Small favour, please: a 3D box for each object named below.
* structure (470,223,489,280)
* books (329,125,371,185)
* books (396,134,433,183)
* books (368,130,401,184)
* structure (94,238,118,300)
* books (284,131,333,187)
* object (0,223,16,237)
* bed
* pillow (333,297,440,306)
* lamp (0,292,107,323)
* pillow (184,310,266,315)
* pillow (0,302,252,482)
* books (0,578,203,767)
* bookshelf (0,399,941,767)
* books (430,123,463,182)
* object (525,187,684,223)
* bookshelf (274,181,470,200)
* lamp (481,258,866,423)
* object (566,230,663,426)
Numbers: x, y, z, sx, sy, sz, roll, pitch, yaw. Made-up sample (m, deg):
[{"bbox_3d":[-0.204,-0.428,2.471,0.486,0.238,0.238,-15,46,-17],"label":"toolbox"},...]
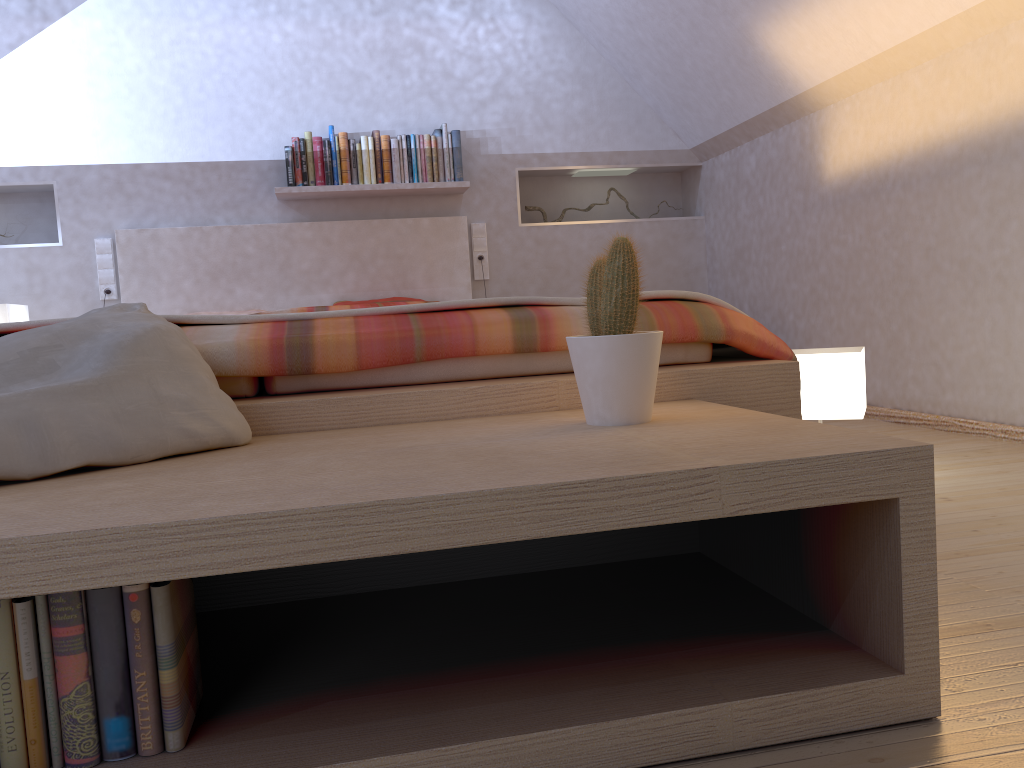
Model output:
[{"bbox_3d":[-0.164,-0.677,4.532,0.077,0.286,0.034,-4,4,-11],"label":"structure"},{"bbox_3d":[-0.782,-1.085,4.273,0.178,0.281,0.200,-4,4,-11],"label":"books"},{"bbox_3d":[-0.479,-1.083,4.336,0.159,0.231,0.200,-4,4,-11],"label":"books"},{"bbox_3d":[-0.625,-1.086,4.301,0.140,0.260,0.209,-4,4,-11],"label":"books"},{"bbox_3d":[-1.912,-0.541,4.181,0.077,0.286,0.034,-4,4,-11],"label":"structure"},{"bbox_3d":[-0.969,-1.059,4.229,0.209,0.260,0.215,-4,4,-11],"label":"books"},{"bbox_3d":[-2.638,-0.751,4.175,0.589,0.242,0.183,-5,4,-13],"label":"object"},{"bbox_3d":[-0.718,-0.195,2.894,2.087,0.994,3.009,-4,4,-11],"label":"bed"},{"bbox_3d":[-0.545,-0.317,4.125,0.566,0.188,0.497,-4,4,-11],"label":"pillow"},{"bbox_3d":[-2.132,-0.142,3.903,0.318,0.515,0.684,-2,4,17],"label":"lamp"},{"bbox_3d":[-1.392,-0.242,4.005,0.572,0.180,0.492,-4,4,-11],"label":"pillow"},{"bbox_3d":[-0.710,0.001,1.295,0.470,0.241,0.498,0,6,43],"label":"pillow"},{"bbox_3d":[-0.668,0.295,0.883,0.652,0.193,0.157,-4,4,-11],"label":"books"},{"bbox_3d":[-0.331,0.254,1.133,1.495,0.303,0.643,-4,4,-11],"label":"bookshelf"},{"bbox_3d":[-0.332,-1.120,4.364,0.145,0.281,0.200,-4,4,-11],"label":"books"},{"bbox_3d":[0.518,-0.967,4.807,0.905,0.193,0.085,-4,4,-11],"label":"object"},{"bbox_3d":[-0.673,-0.938,4.301,0.916,0.028,0.223,-4,4,-11],"label":"bookshelf"},{"bbox_3d":[0.439,-0.204,3.399,0.396,0.788,2.551,-5,4,-21],"label":"lamp"},{"bbox_3d":[0.151,-0.082,1.316,0.144,0.294,0.144,-3,4,14],"label":"object"}]
